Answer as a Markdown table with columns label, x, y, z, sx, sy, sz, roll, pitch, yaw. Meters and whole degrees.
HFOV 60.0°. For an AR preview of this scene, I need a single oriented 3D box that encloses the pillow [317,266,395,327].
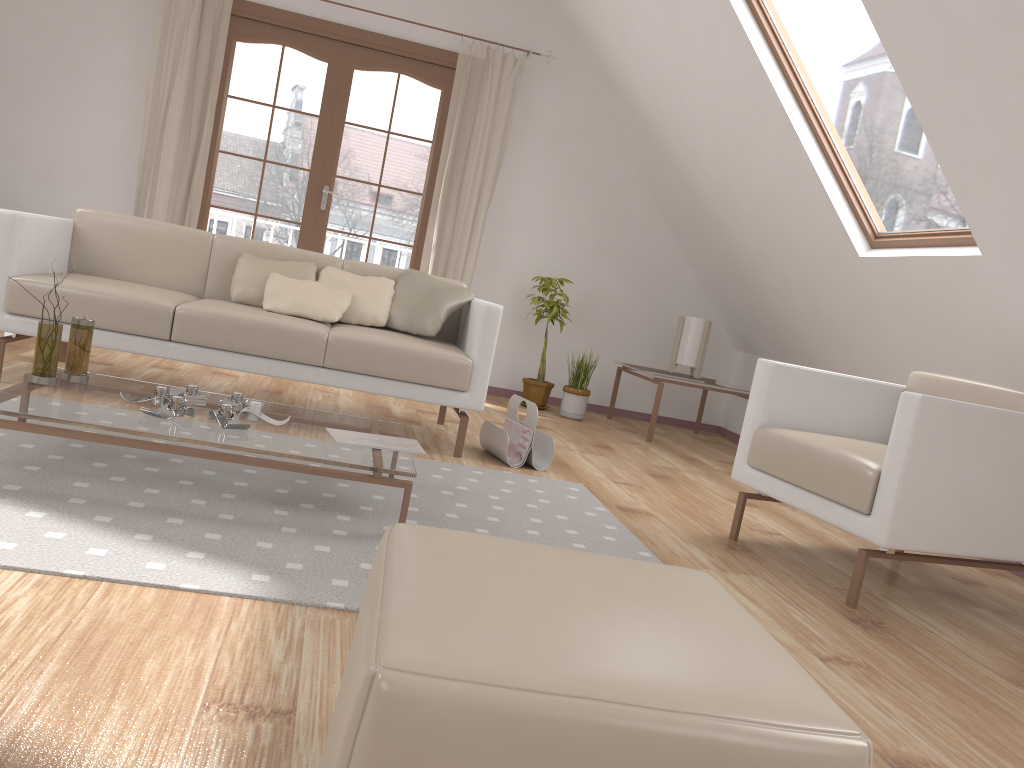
| label | x | y | z | sx | sy | sz | roll | pitch | yaw |
| --- | --- | --- | --- | --- | --- | --- | --- | --- | --- |
| pillow | -0.703 | -0.384 | 3.909 | 0.351 | 0.225 | 0.196 | 11 | 6 | -6 |

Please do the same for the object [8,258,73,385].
| label | x | y | z | sx | sy | sz | roll | pitch | yaw |
| --- | --- | --- | --- | --- | --- | --- | --- | --- | --- |
| object | -1.302 | -0.182 | 2.488 | 0.123 | 0.359 | 0.184 | 14 | 7 | 30 |

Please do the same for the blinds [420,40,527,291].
| label | x | y | z | sx | sy | sz | roll | pitch | yaw |
| --- | --- | --- | --- | --- | --- | --- | --- | --- | --- |
| blinds | -0.310 | -1.075 | 5.666 | 0.424 | 2.129 | 0.123 | 9 | 6 | -16 |

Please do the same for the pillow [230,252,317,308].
| label | x | y | z | sx | sy | sz | roll | pitch | yaw |
| --- | --- | --- | --- | --- | --- | --- | --- | --- | --- |
| pillow | -1.033 | -0.443 | 3.849 | 0.351 | 0.235 | 0.185 | 10 | 6 | -8 |

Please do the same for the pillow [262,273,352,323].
| label | x | y | z | sx | sy | sz | roll | pitch | yaw |
| --- | --- | --- | --- | --- | --- | --- | --- | --- | --- |
| pillow | -0.869 | -0.356 | 3.735 | 0.363 | 0.170 | 0.227 | 11 | 6 | -6 |

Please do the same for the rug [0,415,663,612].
| label | x | y | z | sx | sy | sz | roll | pitch | yaw |
| --- | --- | --- | --- | --- | --- | --- | --- | --- | --- |
| rug | -0.937 | 0.268 | 2.486 | 2.800 | 0.007 | 1.600 | 10 | 6 | -11 |

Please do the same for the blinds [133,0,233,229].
| label | x | y | z | sx | sy | sz | roll | pitch | yaw |
| --- | --- | --- | --- | --- | --- | --- | --- | --- | --- |
| blinds | -2.056 | -1.384 | 5.359 | 0.423 | 2.130 | 0.120 | 10 | 6 | -14 |

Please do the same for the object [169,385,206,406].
| label | x | y | z | sx | sy | sz | roll | pitch | yaw |
| --- | --- | --- | --- | --- | --- | --- | --- | --- | --- |
| object | -0.973 | 0.024 | 2.663 | 0.064 | 0.052 | 0.143 | 6 | 8 | -41 |

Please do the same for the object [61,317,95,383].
| label | x | y | z | sx | sy | sz | roll | pitch | yaw |
| --- | --- | --- | --- | --- | --- | --- | --- | --- | --- |
| object | -1.278 | -0.101 | 2.619 | 0.075 | 0.185 | 0.075 | 13 | 6 | 20 |

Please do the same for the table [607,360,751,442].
| label | x | y | z | sx | sy | sz | roll | pitch | yaw |
| --- | --- | --- | --- | --- | --- | --- | --- | --- | --- |
| table | 1.064 | 0.147 | 5.591 | 0.730 | 0.390 | 0.773 | 10 | 6 | -13 |

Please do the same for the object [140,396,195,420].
| label | x | y | z | sx | sy | sz | roll | pitch | yaw |
| --- | --- | --- | --- | --- | --- | --- | --- | --- | --- |
| object | -0.926 | 0.061 | 2.391 | 0.064 | 0.052 | 0.143 | 13 | 6 | 19 |

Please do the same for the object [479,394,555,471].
| label | x | y | z | sx | sy | sz | roll | pitch | yaw |
| --- | --- | --- | --- | --- | --- | --- | --- | --- | --- |
| object | 0.029 | 0.193 | 3.762 | 0.212 | 0.267 | 0.315 | 9 | 6 | -24 |

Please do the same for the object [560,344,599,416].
| label | x | y | z | sx | sy | sz | roll | pitch | yaw |
| --- | --- | --- | --- | --- | --- | --- | --- | --- | --- |
| object | 0.425 | -0.021 | 5.527 | 0.234 | 0.480 | 0.209 | 5 | 8 | -45 |

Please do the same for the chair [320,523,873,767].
| label | x | y | z | sx | sy | sz | roll | pitch | yaw |
| --- | --- | --- | --- | --- | --- | --- | --- | --- | --- |
| chair | 0.046 | 0.414 | 0.969 | 0.506 | 0.394 | 0.506 | 10 | 6 | -7 |

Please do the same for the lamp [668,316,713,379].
| label | x | y | z | sx | sy | sz | roll | pitch | yaw |
| --- | --- | --- | --- | --- | --- | --- | --- | --- | --- |
| lamp | 1.158 | -0.240 | 5.721 | 0.221 | 0.375 | 0.180 | 13 | 6 | 22 |

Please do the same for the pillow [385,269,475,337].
| label | x | y | z | sx | sy | sz | roll | pitch | yaw |
| --- | --- | --- | --- | --- | --- | --- | --- | --- | --- |
| pillow | -0.385 | -0.358 | 3.923 | 0.424 | 0.276 | 0.269 | 16 | 7 | 38 |

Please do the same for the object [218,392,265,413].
| label | x | y | z | sx | sy | sz | roll | pitch | yaw |
| --- | --- | --- | --- | --- | --- | --- | --- | --- | --- |
| object | -0.818 | 0.052 | 2.694 | 0.064 | 0.052 | 0.143 | 13 | 6 | 19 |

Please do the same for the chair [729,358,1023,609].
| label | x | y | z | sx | sy | sz | roll | pitch | yaw |
| --- | --- | --- | --- | --- | --- | --- | --- | --- | --- |
| chair | 1.285 | 0.302 | 2.916 | 0.820 | 0.706 | 0.748 | 9 | 6 | -21 |

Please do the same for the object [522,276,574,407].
| label | x | y | z | sx | sy | sz | roll | pitch | yaw |
| --- | --- | --- | --- | --- | --- | --- | --- | --- | --- |
| object | 0.194 | -0.274 | 5.707 | 0.311 | 0.846 | 0.307 | 9 | 6 | -19 |

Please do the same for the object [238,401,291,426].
| label | x | y | z | sx | sy | sz | roll | pitch | yaw |
| --- | --- | --- | --- | --- | --- | --- | --- | --- | --- |
| object | -0.716 | 0.084 | 2.573 | 0.143 | 0.052 | 0.064 | 10 | 6 | -11 |

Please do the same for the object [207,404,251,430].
| label | x | y | z | sx | sy | sz | roll | pitch | yaw |
| --- | --- | --- | --- | --- | --- | --- | --- | --- | --- |
| object | -0.770 | 0.090 | 2.422 | 0.064 | 0.051 | 0.143 | 6 | 8 | -41 |

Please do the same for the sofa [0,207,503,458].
| label | x | y | z | sx | sy | sz | roll | pitch | yaw |
| --- | --- | --- | --- | --- | --- | --- | --- | --- | --- |
| sofa | -1.060 | -0.245 | 3.764 | 1.880 | 0.706 | 0.820 | 10 | 6 | -11 |

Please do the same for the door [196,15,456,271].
| label | x | y | z | sx | sy | sz | roll | pitch | yaw |
| --- | --- | --- | --- | --- | --- | --- | --- | --- | --- |
| door | -1.233 | -1.153 | 5.629 | 1.546 | 2.001 | 0.098 | 10 | 6 | -11 |

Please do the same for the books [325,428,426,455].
| label | x | y | z | sx | sy | sz | roll | pitch | yaw |
| --- | --- | --- | --- | --- | --- | --- | --- | --- | --- |
| books | -0.397 | 0.168 | 2.600 | 0.280 | 0.005 | 0.192 | 9 | 6 | -19 |

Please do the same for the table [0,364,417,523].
| label | x | y | z | sx | sy | sz | roll | pitch | yaw |
| --- | --- | --- | --- | --- | --- | --- | --- | --- | --- |
| table | -0.893 | 0.176 | 2.549 | 1.173 | 0.190 | 0.730 | 10 | 6 | -11 |

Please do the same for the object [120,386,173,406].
| label | x | y | z | sx | sy | sz | roll | pitch | yaw |
| --- | --- | --- | --- | --- | --- | --- | --- | --- | --- |
| object | -1.027 | 0.029 | 2.512 | 0.143 | 0.052 | 0.064 | 10 | 6 | -11 |
